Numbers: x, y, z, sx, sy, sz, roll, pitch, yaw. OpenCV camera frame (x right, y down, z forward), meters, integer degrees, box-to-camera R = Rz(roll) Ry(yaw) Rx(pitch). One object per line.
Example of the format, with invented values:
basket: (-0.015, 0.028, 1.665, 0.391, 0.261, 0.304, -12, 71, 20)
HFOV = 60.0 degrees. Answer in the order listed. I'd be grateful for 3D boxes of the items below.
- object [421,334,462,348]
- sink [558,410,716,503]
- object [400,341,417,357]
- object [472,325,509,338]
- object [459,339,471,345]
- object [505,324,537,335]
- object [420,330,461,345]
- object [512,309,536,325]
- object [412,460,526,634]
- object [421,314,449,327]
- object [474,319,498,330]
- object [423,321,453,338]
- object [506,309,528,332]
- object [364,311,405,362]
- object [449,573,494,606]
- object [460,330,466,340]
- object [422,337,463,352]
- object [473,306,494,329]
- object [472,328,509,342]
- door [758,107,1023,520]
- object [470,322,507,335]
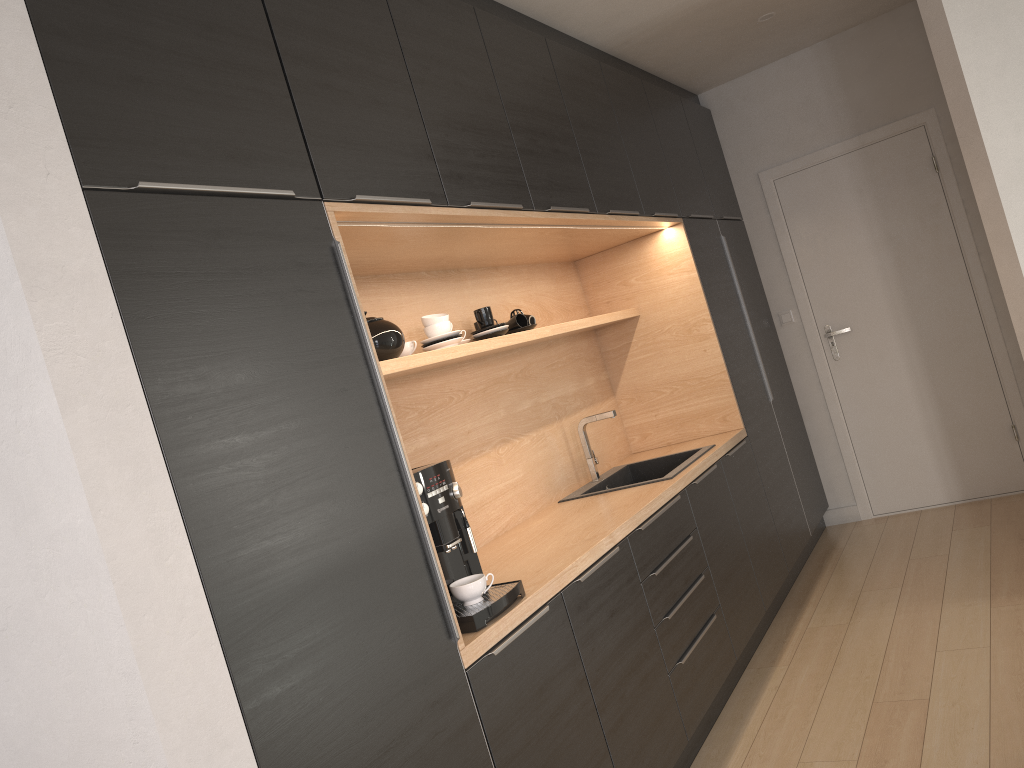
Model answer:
object: (-0.234, -0.136, 2.990, 0.145, 0.025, 0.145, -17, 0, 16)
sink: (0.540, 0.352, 3.810, 0.512, 0.518, 0.626, -17, 0, 30)
object: (-0.363, -0.102, 2.938, 0.099, 0.057, 0.095, -17, 0, -13)
object: (-0.078, -0.187, 3.312, 0.145, 0.025, 0.145, -16, 1, 43)
object: (-0.217, -0.132, 3.228, 0.145, 0.025, 0.145, -16, 1, 43)
object: (0.035, -0.210, 3.570, 0.145, 0.025, 0.145, -17, 0, 32)
object: (-0.238, -0.149, 2.987, 0.145, 0.025, 0.145, -17, 0, 16)
object: (0.042, -0.265, 3.600, 0.100, 0.093, 0.066, -16, 1, 39)
object: (-0.228, 0.421, 2.481, 0.584, 0.398, 0.618, -17, 0, 30)
object: (-0.255, -0.205, 2.987, 0.098, 0.075, 0.095, -16, 1, 41)
object: (-0.098, -0.204, 3.456, 0.084, 0.092, 0.066, -16, 1, 36)
object: (-0.246, -0.173, 2.991, 0.095, 0.057, 0.099, -17, 0, 2)
object: (0.008, -0.248, 3.549, 0.100, 0.093, 0.066, -16, 1, 44)
object: (-0.434, -0.139, 2.723, 0.240, 0.171, 0.213, -17, 0, -24)
object: (-0.104, 0.522, 2.234, 0.099, 0.057, 0.095, -17, 0, 32)
object: (-0.225, -0.155, 3.229, 0.099, 0.057, 0.095, -17, 0, 27)
object: (-0.231, -0.126, 2.987, 0.145, 0.025, 0.145, -17, 0, 16)
object: (-0.100, -0.237, 3.304, 0.066, 0.092, 0.084, -17, 0, -2)
object: (-0.077, -0.175, 3.311, 0.145, 0.025, 0.145, -16, 1, 43)
door: (2.159, -0.337, 4.984, 0.974, 2.136, 0.085, -17, 0, 30)
object: (-0.084, -0.198, 3.310, 0.145, 0.025, 0.145, -16, 1, 43)
